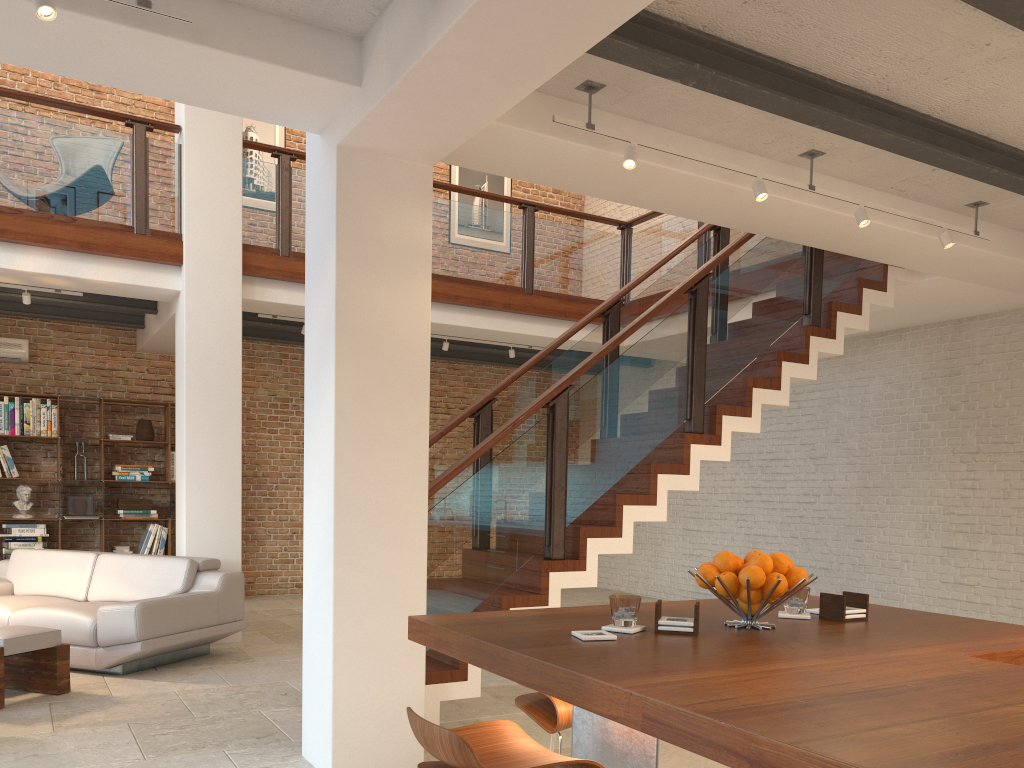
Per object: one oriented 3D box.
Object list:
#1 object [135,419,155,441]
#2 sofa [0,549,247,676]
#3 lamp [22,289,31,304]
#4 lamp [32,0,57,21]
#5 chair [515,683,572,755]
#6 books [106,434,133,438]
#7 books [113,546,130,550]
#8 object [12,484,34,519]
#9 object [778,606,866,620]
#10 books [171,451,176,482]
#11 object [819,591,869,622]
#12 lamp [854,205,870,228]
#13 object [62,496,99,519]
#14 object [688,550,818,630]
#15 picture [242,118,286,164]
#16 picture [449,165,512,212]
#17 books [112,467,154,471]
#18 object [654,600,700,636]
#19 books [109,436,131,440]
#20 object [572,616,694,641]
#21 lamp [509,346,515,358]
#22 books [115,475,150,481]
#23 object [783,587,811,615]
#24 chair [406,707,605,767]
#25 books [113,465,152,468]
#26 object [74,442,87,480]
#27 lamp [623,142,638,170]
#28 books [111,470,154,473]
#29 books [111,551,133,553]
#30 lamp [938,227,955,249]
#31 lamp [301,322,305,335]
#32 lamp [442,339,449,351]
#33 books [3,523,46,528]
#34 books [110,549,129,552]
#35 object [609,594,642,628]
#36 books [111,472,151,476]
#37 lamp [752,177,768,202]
[{"bbox_3d":[-3.943,0.502,9.365,0.193,0.233,0.194,1,-1,18],"label":"object"},{"bbox_3d":[-3.321,1.672,6.608,2.328,0.756,1.149,-1,-4,20],"label":"sofa"},{"bbox_3d":[-3.955,-0.707,7.103,0.061,0.115,0.094,1,-1,-23],"label":"lamp"},{"bbox_3d":[-1.459,-1.194,2.713,0.086,0.129,0.059,1,1,30],"label":"lamp"},{"bbox_3d":[0.204,1.279,2.906,0.405,0.775,0.421,1,1,-30],"label":"chair"},{"bbox_3d":[-4.170,0.555,9.252,0.237,0.019,0.171,6,-9,-37],"label":"books"},{"bbox_3d":[-4.210,1.764,9.391,0.133,0.034,0.206,6,-8,-34],"label":"books"},{"bbox_3d":[-4.982,1.197,8.887,0.196,0.350,0.193,1,1,-14],"label":"object"},{"bbox_3d":[0.985,0.728,2.782,0.288,0.034,0.206,5,-8,-29],"label":"object"},{"bbox_3d":[-3.743,0.909,9.571,0.055,0.329,0.254,-1,1,-30],"label":"books"},{"bbox_3d":[1.048,0.702,2.753,0.115,0.082,0.094,3,-3,-30],"label":"object"},{"bbox_3d":[1.852,-0.887,4.608,0.061,0.129,0.086,0,1,-28],"label":"lamp"},{"bbox_3d":[-4.515,1.294,9.128,0.336,0.233,0.284,3,-3,-30],"label":"object"},{"bbox_3d":[0.702,0.599,2.549,0.363,0.221,0.368,-1,-5,26],"label":"object"},{"bbox_3d":[-3.042,-2.616,9.952,0.915,1.197,0.027,1,3,-30],"label":"picture"},{"bbox_3d":[-0.410,-2.371,11.461,0.915,1.197,0.027,1,3,-30],"label":"picture"},{"bbox_3d":[-4.077,0.913,9.370,0.381,0.036,0.245,6,-9,-36],"label":"books"},{"bbox_3d":[0.459,0.648,2.421,0.114,0.082,0.094,0,-3,15],"label":"object"},{"bbox_3d":[-4.162,0.581,9.250,0.206,0.034,0.133,5,-8,-30],"label":"books"},{"bbox_3d":[0.326,0.665,2.395,0.396,0.034,0.199,5,-8,-26],"label":"object"},{"bbox_3d":[-0.001,-0.336,9.351,0.059,0.129,0.087,2,0,20],"label":"lamp"},{"bbox_3d":[-4.081,1.016,9.387,0.327,0.055,0.256,4,-7,-20],"label":"books"},{"bbox_3d":[0.901,0.688,2.774,0.091,0.084,0.091,3,-3,-33],"label":"object"},{"bbox_3d":[-0.055,1.178,2.138,0.423,0.775,0.403,1,1,-30],"label":"chair"},{"bbox_3d":[-4.088,0.886,9.384,0.357,0.020,0.273,6,-8,-31],"label":"books"},{"bbox_3d":[-4.494,0.800,9.082,0.121,0.399,0.061,0,3,-27],"label":"object"},{"bbox_3d":[0.524,-1.009,3.856,0.059,0.129,0.087,2,0,20],"label":"lamp"},{"bbox_3d":[-4.083,0.941,9.378,0.381,0.018,0.245,7,-9,-37],"label":"books"},{"bbox_3d":[-4.209,1.809,9.402,0.171,0.019,0.237,6,-9,-36],"label":"books"},{"bbox_3d":[2.477,-0.829,4.970,0.086,0.129,0.059,1,1,30],"label":"lamp"},{"bbox_3d":[-1.954,-0.516,8.237,0.086,0.129,0.059,1,1,30],"label":"lamp"},{"bbox_3d":[-0.682,-0.398,8.969,0.061,0.129,0.086,0,1,-28],"label":"lamp"},{"bbox_3d":[-4.988,1.448,8.914,0.381,0.036,0.245,5,-8,-30],"label":"books"},{"bbox_3d":[-4.220,1.788,9.382,0.163,0.017,0.253,5,-8,-29],"label":"books"},{"bbox_3d":[0.314,0.632,2.424,0.091,0.084,0.091,2,-2,-15],"label":"object"},{"bbox_3d":[-4.102,0.969,9.381,0.381,0.036,0.245,5,-8,-30],"label":"books"},{"bbox_3d":[1.206,-0.947,4.238,0.061,0.129,0.086,0,1,-28],"label":"lamp"}]
